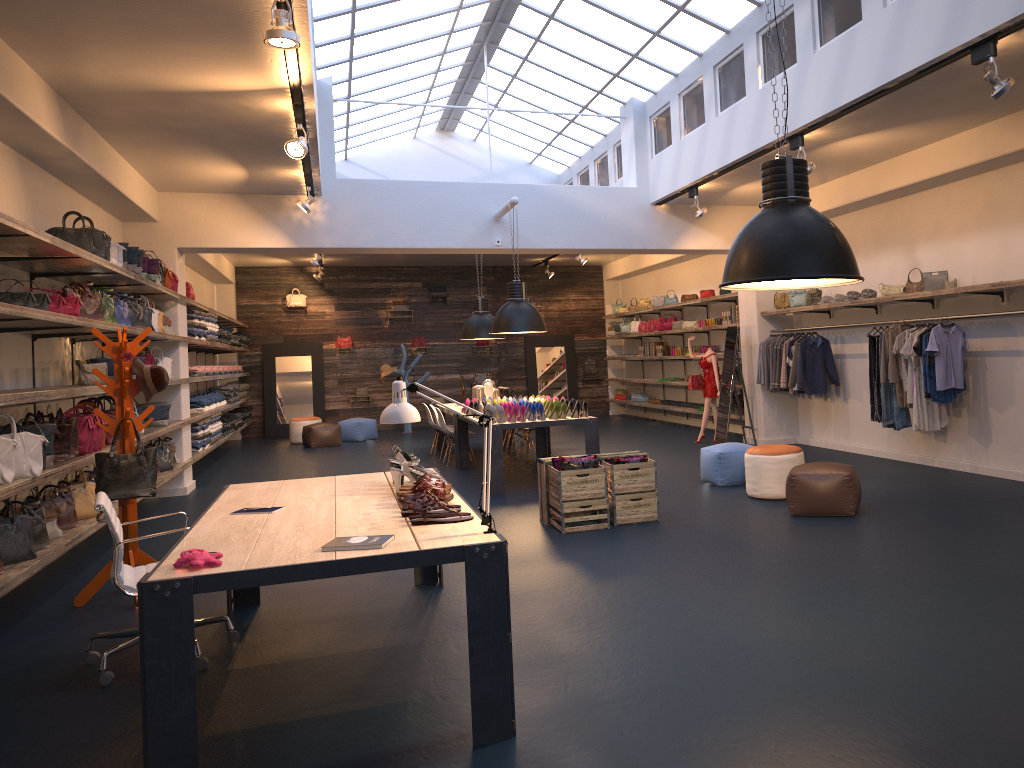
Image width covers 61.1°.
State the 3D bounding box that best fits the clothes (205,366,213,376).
[{"bbox_3d":[-4.546,-0.178,12.576,0.350,0.159,0.320,-2,1,5],"label":"clothes"}]

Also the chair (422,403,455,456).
[{"bbox_3d":[-1.080,0.679,13.318,0.573,0.802,0.441,-2,-1,-17],"label":"chair"}]

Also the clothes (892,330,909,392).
[{"bbox_3d":[4.452,-0.258,9.594,0.580,0.687,0.110,-2,-1,-20],"label":"clothes"}]

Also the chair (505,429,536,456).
[{"bbox_3d":[0.153,0.637,13.063,0.573,0.802,0.441,-2,-1,-17],"label":"chair"}]

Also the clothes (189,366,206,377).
[{"bbox_3d":[-4.408,-0.164,11.899,0.350,0.159,0.320,-2,1,5],"label":"clothes"}]

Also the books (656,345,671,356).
[{"bbox_3d":[3.030,-0.665,17.406,0.191,0.213,0.313,-2,1,-14],"label":"books"}]

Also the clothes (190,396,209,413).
[{"bbox_3d":[-4.346,0.281,11.702,0.446,0.241,0.407,-3,1,-16],"label":"clothes"}]

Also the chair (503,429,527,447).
[{"bbox_3d":[0.089,0.620,13.707,0.570,0.802,0.444,-2,-1,-15],"label":"chair"}]

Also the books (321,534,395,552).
[{"bbox_3d":[-0.588,0.610,3.333,0.228,0.017,0.178,-2,2,1],"label":"books"}]

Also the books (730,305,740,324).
[{"bbox_3d":[3.675,-1.104,13.678,0.251,0.288,0.607,-2,1,-14],"label":"books"}]

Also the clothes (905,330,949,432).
[{"bbox_3d":[4.512,-0.038,9.399,0.528,1.111,0.123,-2,-2,-20],"label":"clothes"}]

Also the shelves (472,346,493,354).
[{"bbox_3d":[-0.639,-0.752,19.332,0.521,0.185,0.191,-3,0,-18],"label":"shelves"}]

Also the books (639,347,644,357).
[{"bbox_3d":[2.803,-0.684,18.297,0.188,0.210,0.303,-2,1,-13],"label":"books"}]

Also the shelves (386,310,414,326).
[{"bbox_3d":[-2.404,-1.428,18.720,0.588,0.317,0.232,-3,0,-18],"label":"shelves"}]

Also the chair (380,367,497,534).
[{"bbox_3d":[-0.292,0.298,3.607,0.526,0.747,0.175,-2,-2,20],"label":"chair"}]

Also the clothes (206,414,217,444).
[{"bbox_3d":[-4.326,0.637,12.195,0.273,0.456,0.328,-2,-1,-2],"label":"clothes"}]

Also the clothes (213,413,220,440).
[{"bbox_3d":[-4.388,0.631,12.502,0.273,0.456,0.328,-2,-1,-2],"label":"clothes"}]

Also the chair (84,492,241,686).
[{"bbox_3d":[-1.741,0.957,4.382,0.726,0.838,0.637,-2,0,-36],"label":"chair"}]

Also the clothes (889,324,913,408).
[{"bbox_3d":[4.426,-0.200,9.734,0.553,0.948,0.173,-2,-2,-22],"label":"clothes"}]

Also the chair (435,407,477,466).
[{"bbox_3d":[-0.784,0.704,12.074,0.573,0.802,0.441,-2,-1,-17],"label":"chair"}]

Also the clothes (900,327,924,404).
[{"bbox_3d":[4.474,-0.205,9.510,0.536,0.833,0.134,-2,-2,-16],"label":"clothes"}]

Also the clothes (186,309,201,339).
[{"bbox_3d":[-4.198,-0.769,11.246,0.262,0.411,0.309,-2,0,-8],"label":"clothes"}]

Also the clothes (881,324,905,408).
[{"bbox_3d":[4.409,-0.203,9.839,0.553,0.948,0.173,-2,-2,-22],"label":"clothes"}]

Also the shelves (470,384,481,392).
[{"bbox_3d":[-0.685,0.087,19.257,0.475,0.184,0.232,-3,1,-18],"label":"shelves"}]

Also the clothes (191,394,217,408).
[{"bbox_3d":[-4.508,0.264,12.494,0.446,0.241,0.407,-3,1,-16],"label":"clothes"}]

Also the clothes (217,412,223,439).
[{"bbox_3d":[-4.458,0.623,12.841,0.273,0.456,0.328,-2,-1,-2],"label":"clothes"}]

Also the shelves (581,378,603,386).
[{"bbox_3d":[1.854,-0.047,20.157,0.475,0.157,0.232,-3,1,-18],"label":"shelves"}]

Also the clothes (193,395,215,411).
[{"bbox_3d":[-4.431,0.272,12.117,0.427,0.241,0.426,-2,1,0],"label":"clothes"}]

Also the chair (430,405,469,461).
[{"bbox_3d":[-0.910,0.691,12.700,0.561,0.802,0.451,-2,-1,-9],"label":"chair"}]

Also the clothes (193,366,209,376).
[{"bbox_3d":[-4.449,-0.178,12.221,0.338,0.155,0.331,-3,1,-21],"label":"clothes"}]

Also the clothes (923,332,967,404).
[{"bbox_3d":[4.553,-0.176,9.155,0.515,0.771,0.118,-2,-2,-20],"label":"clothes"}]

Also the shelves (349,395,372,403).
[{"bbox_3d":[-3.203,0.323,18.363,0.475,0.143,0.232,-3,1,-18],"label":"shelves"}]

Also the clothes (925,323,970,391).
[{"bbox_3d":[4.566,-0.289,9.046,0.580,0.701,0.116,-2,-1,-21],"label":"clothes"}]

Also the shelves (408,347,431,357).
[{"bbox_3d":[-2.003,-0.696,18.828,0.475,0.211,0.232,-3,0,-18],"label":"shelves"}]

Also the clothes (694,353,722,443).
[{"bbox_3d":[3.074,0.213,13.465,0.495,1.387,0.321,-1,-2,-29],"label":"clothes"}]

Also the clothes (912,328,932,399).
[{"bbox_3d":[4.522,-0.224,9.252,0.589,0.753,0.131,-2,-1,-17],"label":"clothes"}]

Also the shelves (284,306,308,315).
[{"bbox_3d":[-4.475,-1.521,18.001,0.475,0.157,0.232,-3,1,-18],"label":"shelves"}]

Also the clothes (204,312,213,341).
[{"bbox_3d":[-4.392,-0.808,12.237,0.273,0.456,0.328,-2,-1,-2],"label":"clothes"}]

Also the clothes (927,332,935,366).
[{"bbox_3d":[4.520,-0.364,9.136,0.481,0.372,0.130,-2,-1,-20],"label":"clothes"}]

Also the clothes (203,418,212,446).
[{"bbox_3d":[-4.261,0.662,11.840,0.262,0.411,0.309,-2,0,-8],"label":"clothes"}]

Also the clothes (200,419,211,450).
[{"bbox_3d":[-4.172,0.668,11.540,0.262,0.411,0.309,-2,0,-8],"label":"clothes"}]

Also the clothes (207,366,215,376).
[{"bbox_3d":[-4.587,-0.193,12.898,0.338,0.155,0.331,-3,1,-21],"label":"clothes"}]

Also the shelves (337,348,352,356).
[{"bbox_3d":[-3.522,-0.682,18.295,0.320,0.157,0.233,-3,1,-17],"label":"shelves"}]

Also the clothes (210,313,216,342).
[{"bbox_3d":[-4.455,-0.815,12.544,0.273,0.456,0.328,-2,-1,-2],"label":"clothes"}]

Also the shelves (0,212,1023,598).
[{"bbox_3d":[-0.024,-0.097,11.052,9.060,2.230,16.029,-3,2,-13],"label":"shelves"}]

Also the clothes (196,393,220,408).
[{"bbox_3d":[-4.586,0.255,12.880,0.446,0.241,0.407,-3,1,-16],"label":"clothes"}]

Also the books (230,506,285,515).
[{"bbox_3d":[-1.229,0.609,4.207,0.202,0.018,0.139,-2,2,4],"label":"books"}]

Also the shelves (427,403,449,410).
[{"bbox_3d":[-1.597,0.516,18.915,0.475,0.157,0.232,-3,1,-18],"label":"shelves"}]

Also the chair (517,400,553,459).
[{"bbox_3d":[0.347,0.648,12.451,0.579,0.802,0.436,-2,-1,-23],"label":"chair"}]

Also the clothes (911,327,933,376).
[{"bbox_3d":[4.513,-0.318,9.314,0.549,0.587,0.074,-2,-1,-19],"label":"clothes"}]

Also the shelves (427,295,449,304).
[{"bbox_3d":[-1.616,-1.845,19.017,0.475,0.179,0.232,-3,1,-18],"label":"shelves"}]

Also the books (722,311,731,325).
[{"bbox_3d":[3.555,-1.072,14.111,0.188,0.210,0.303,-2,1,-13],"label":"books"}]

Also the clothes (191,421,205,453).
[{"bbox_3d":[-4.131,0.676,11.204,0.262,0.411,0.309,-2,0,-8],"label":"clothes"}]

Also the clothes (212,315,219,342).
[{"bbox_3d":[-4.524,-0.822,12.883,0.273,0.456,0.328,-2,-1,-2],"label":"clothes"}]

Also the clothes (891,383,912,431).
[{"bbox_3d":[4.423,-0.036,9.961,0.213,1.138,0.226,-2,-2,-8],"label":"clothes"}]

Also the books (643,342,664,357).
[{"bbox_3d":[2.923,-0.715,17.865,0.251,0.288,0.607,-2,1,-14],"label":"books"}]
